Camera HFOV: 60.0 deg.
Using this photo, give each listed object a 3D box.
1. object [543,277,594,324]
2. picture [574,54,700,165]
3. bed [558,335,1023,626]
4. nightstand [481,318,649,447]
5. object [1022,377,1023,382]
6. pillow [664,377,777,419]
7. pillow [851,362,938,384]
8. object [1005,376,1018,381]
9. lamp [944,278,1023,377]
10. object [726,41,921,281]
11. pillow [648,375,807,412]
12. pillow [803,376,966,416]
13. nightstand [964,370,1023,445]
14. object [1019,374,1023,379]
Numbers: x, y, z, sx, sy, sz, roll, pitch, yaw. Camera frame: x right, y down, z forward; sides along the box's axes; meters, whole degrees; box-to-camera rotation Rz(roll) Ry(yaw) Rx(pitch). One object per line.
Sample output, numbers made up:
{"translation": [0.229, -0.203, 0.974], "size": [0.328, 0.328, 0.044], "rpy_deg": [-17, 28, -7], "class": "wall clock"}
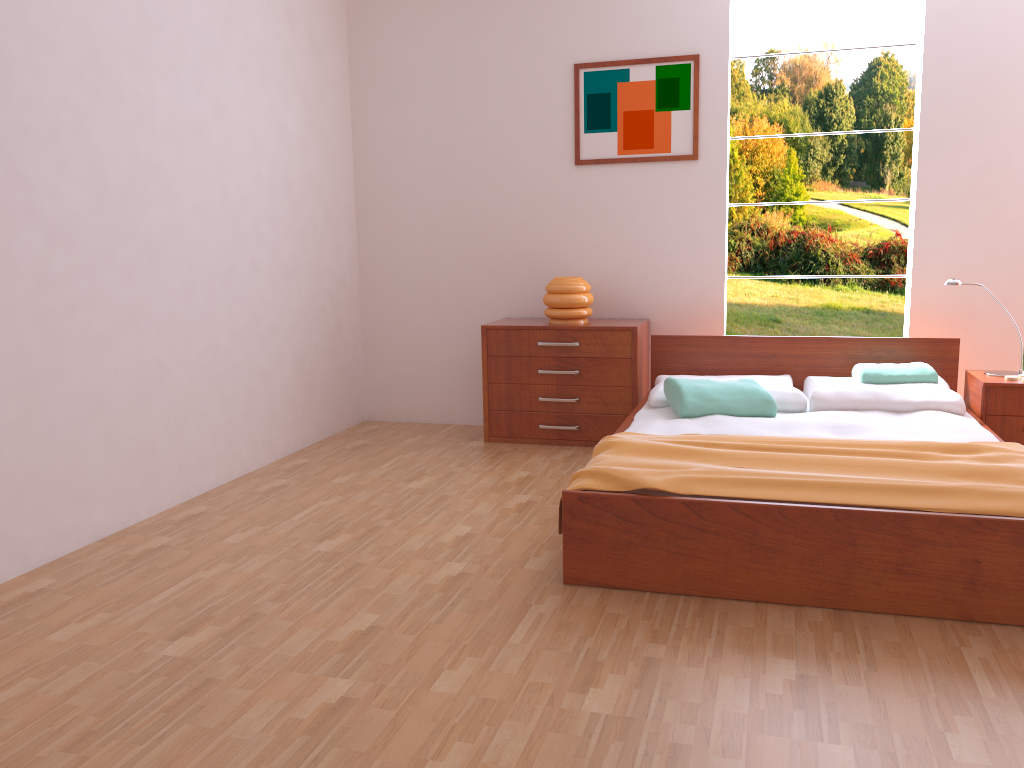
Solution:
{"translation": [0.294, -0.437, 4.635], "size": [0.264, 0.244, 0.264], "rpy_deg": [5, 11, 33], "class": "object"}
{"translation": [0.642, -1.413, 4.601], "size": [0.645, 0.517, 0.030], "rpy_deg": [2, 10, 17], "class": "picture"}
{"translation": [1.188, 0.203, 3.406], "size": [1.632, 0.560, 1.990], "rpy_deg": [2, 10, 17], "class": "bed"}
{"translation": [0.290, -0.015, 4.710], "size": [0.815, 0.626, 0.428], "rpy_deg": [2, 10, 17], "class": "nightstand"}
{"translation": [2.146, -0.015, 3.686], "size": [0.049, 0.018, 0.049], "rpy_deg": [-1, 9, 3], "class": "object"}
{"translation": [0.884, 0.060, 3.791], "size": [0.425, 0.164, 0.334], "rpy_deg": [-2, 9, -7], "class": "pillow"}
{"translation": [1.715, -0.038, 3.991], "size": [0.322, 0.116, 0.276], "rpy_deg": [1, 9, 13], "class": "pillow"}
{"translation": [2.106, -0.023, 3.739], "size": [0.049, 0.018, 0.049], "rpy_deg": [-1, 9, 3], "class": "object"}
{"translation": [2.064, -0.248, 3.853], "size": [0.337, 0.421, 0.163], "rpy_deg": [0, 9, 5], "class": "lamp"}
{"translation": [2.161, -1.081, 4.291], "size": [2.205, 1.815, 0.033], "rpy_deg": [2, 10, 17], "class": "object"}
{"translation": [0.982, 0.045, 4.127], "size": [0.682, 0.157, 0.574], "rpy_deg": [1, 9, 10], "class": "pillow"}
{"translation": [1.641, 0.059, 3.952], "size": [0.630, 0.182, 0.574], "rpy_deg": [1, 9, 15], "class": "pillow"}
{"translation": [2.225, 0.189, 3.832], "size": [0.439, 0.442, 0.377], "rpy_deg": [2, 10, 17], "class": "nightstand"}
{"translation": [2.177, -0.028, 3.762], "size": [0.049, 0.018, 0.049], "rpy_deg": [-1, 9, 3], "class": "object"}
